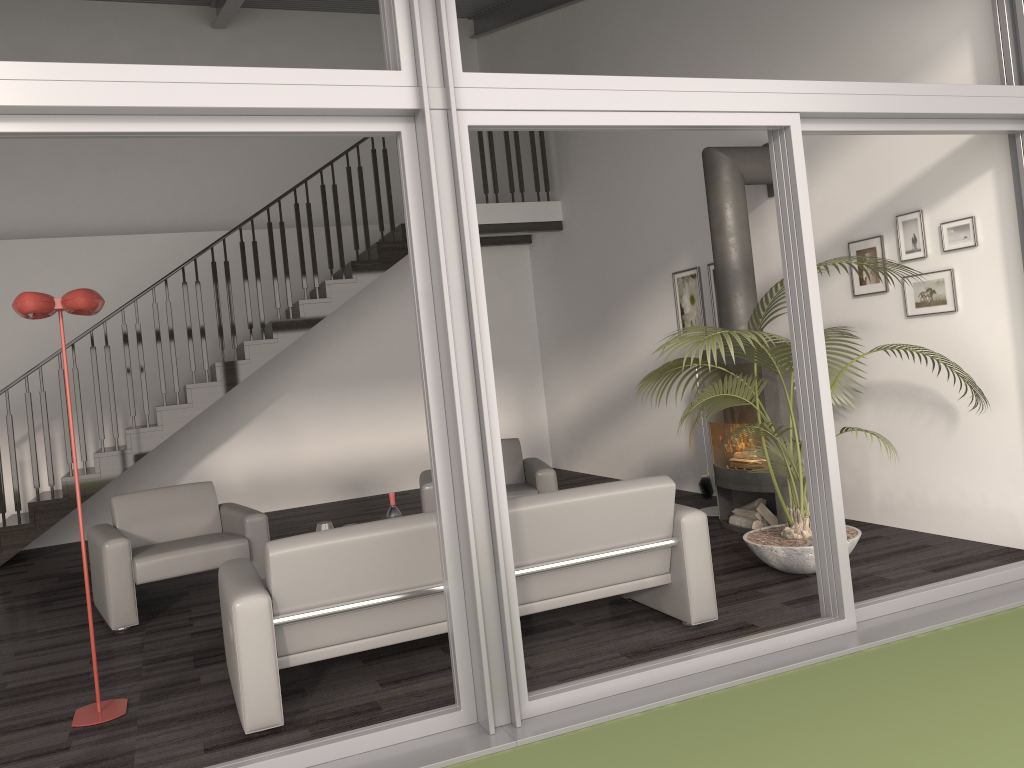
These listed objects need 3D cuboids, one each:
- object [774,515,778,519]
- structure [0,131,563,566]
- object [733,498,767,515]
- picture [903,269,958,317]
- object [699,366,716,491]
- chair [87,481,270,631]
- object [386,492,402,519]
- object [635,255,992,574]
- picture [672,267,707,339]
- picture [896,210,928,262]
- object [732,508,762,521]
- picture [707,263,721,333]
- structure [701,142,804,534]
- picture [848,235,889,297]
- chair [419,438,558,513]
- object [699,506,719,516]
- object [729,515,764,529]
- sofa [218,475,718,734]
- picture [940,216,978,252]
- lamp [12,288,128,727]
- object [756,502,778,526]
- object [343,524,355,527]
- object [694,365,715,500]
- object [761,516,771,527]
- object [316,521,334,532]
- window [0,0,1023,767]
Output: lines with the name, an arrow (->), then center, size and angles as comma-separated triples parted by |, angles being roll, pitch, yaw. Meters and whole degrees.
object -> 1.739, 0.923, 6.060 | 0.085, 0.083, 0.276 | -6, 1, -20
structure -> -2.116, -0.750, 9.131 | 6.351, 4.097, 0.998 | -6, -1, -22
object -> 1.655, 0.875, 6.151 | 0.104, 0.192, 0.305 | -6, 1, -20
picture -> 2.442, -0.529, 5.184 | 0.015, 0.244, 0.359 | -6, 0, -21
object -> 1.494, 0.341, 6.855 | 0.116, 0.984, 0.042 | -7, -1, 44
chair -> -2.090, 1.029, 5.565 | 0.965, 0.718, 0.908 | -6, 1, -32
object -> -0.677, 0.812, 5.125 | 0.093, 0.371, 0.092 | -6, -1, -23
object -> 1.399, 0.197, 4.946 | 2.122, 1.667, 1.715 | -6, 0, -27
picture -> 1.505, -0.682, 7.520 | 0.026, 0.578, 0.393 | -6, 0, -21
picture -> 2.374, -0.878, 5.268 | 0.015, 0.280, 0.191 | -6, 0, -21
object -> 1.605, 0.890, 6.035 | 0.073, 0.068, 0.257 | -6, 1, -22
picture -> 1.700, -0.691, 7.022 | 0.026, 0.578, 0.393 | -6, 0, -21
structure -> 1.889, -0.392, 6.185 | 1.117, 2.676, 0.817 | -6, -1, -22
picture -> 2.253, -0.743, 5.609 | 0.015, 0.352, 0.288 | -6, 0, -21
chair -> -0.184, 0.805, 6.489 | 0.963, 0.718, 0.909 | -6, 0, -7
object -> 1.545, 0.409, 6.772 | 0.400, 1.126, 0.401 | -6, -1, 28
object -> 1.581, 0.941, 5.994 | 0.092, 0.082, 0.266 | -6, 1, -20
sofa -> -0.217, 0.865, 4.070 | 2.117, 0.718, 0.900 | -6, 1, -22
picture -> 2.500, -0.837, 4.958 | 0.015, 0.166, 0.221 | -6, 0, -21
lamp -> -1.838, 0.501, 3.762 | 0.354, 1.789, 0.364 | -6, -1, -22
object -> 1.717, 0.878, 5.836 | 0.072, 0.186, 0.253 | -6, 0, -20
object -> -0.875, 0.848, 4.836 | 0.116, 0.156, 0.115 | -6, 0, -31
object -> 1.429, 0.371, 6.708 | 0.078, 1.021, 0.167 | -7, -1, 30
object -> 1.668, 0.931, 6.016 | 0.085, 0.086, 0.265 | -6, 1, -20
object -> -1.054, 0.862, 5.012 | 0.116, 0.156, 0.115 | -6, 0, -13
window -> -1.744, -0.323, 2.598 | 9.758, 3.473, 0.384 | -6, -1, -22
